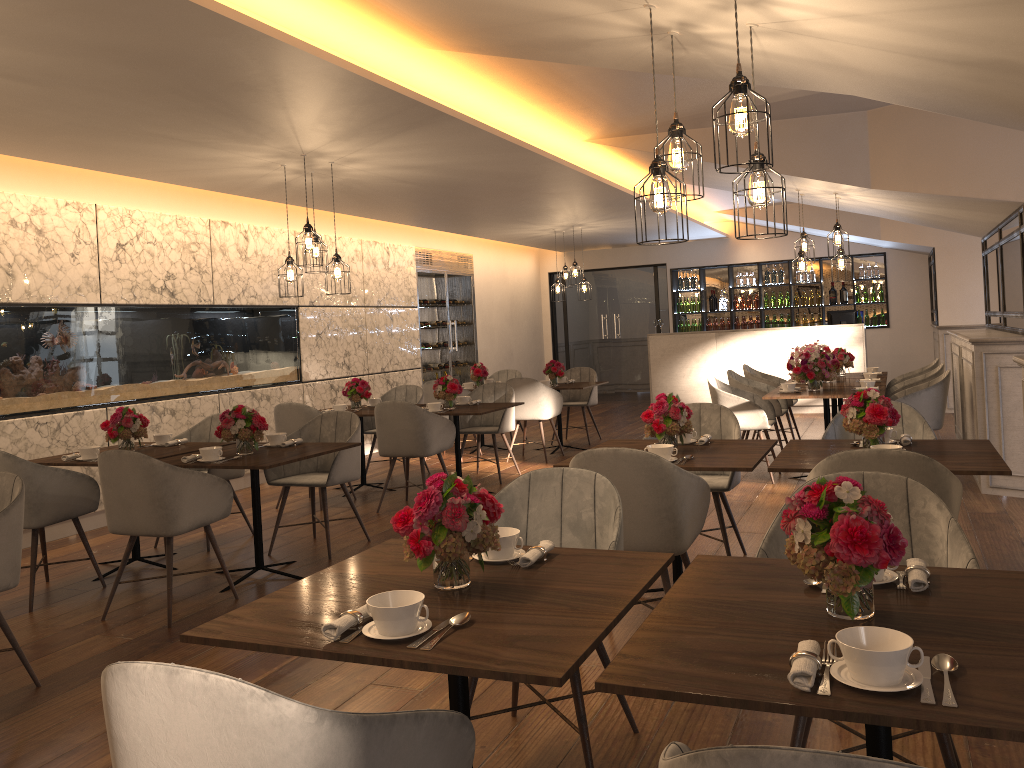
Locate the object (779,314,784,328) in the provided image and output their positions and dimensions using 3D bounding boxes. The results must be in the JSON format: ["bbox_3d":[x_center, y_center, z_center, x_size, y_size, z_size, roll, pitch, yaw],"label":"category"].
[{"bbox_3d":[4.279,-0.982,14.074,0.065,0.261,0.066,-3,0,2],"label":"object"}]

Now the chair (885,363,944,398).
[{"bbox_3d":[3.544,0.258,7.812,0.525,0.872,0.566,-3,1,24],"label":"chair"}]

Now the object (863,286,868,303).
[{"bbox_3d":[5.421,-1.375,13.569,0.065,0.261,0.066,-3,0,2],"label":"object"}]

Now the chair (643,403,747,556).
[{"bbox_3d":[1.024,0.564,4.948,0.564,0.872,0.527,-3,1,23],"label":"chair"}]

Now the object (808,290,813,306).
[{"bbox_3d":[4.686,-1.355,13.888,0.065,0.261,0.066,-3,0,2],"label":"object"}]

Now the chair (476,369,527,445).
[{"bbox_3d":[-0.128,0.273,10.798,0.564,0.872,0.527,-3,1,23],"label":"chair"}]

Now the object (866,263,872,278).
[{"bbox_3d":[5.450,-1.731,13.514,0.070,0.235,0.041,-3,0,23],"label":"object"}]

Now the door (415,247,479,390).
[{"bbox_3d":[-0.858,-0.616,12.281,0.134,2.468,1.861,-3,1,24],"label":"door"}]

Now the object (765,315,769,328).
[{"bbox_3d":[4.076,-0.976,14.161,0.065,0.261,0.066,-3,0,2],"label":"object"}]

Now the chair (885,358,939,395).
[{"bbox_3d":[3.917,0.187,8.673,0.525,0.872,0.566,-3,1,24],"label":"chair"}]

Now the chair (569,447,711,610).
[{"bbox_3d":[0.525,0.665,3.717,0.564,0.872,0.527,-3,1,23],"label":"chair"}]

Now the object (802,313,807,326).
[{"bbox_3d":[4.604,-0.990,13.933,0.065,0.261,0.066,-3,0,2],"label":"object"}]

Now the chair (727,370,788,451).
[{"bbox_3d":[2.320,0.292,8.323,0.525,0.872,0.566,-3,1,24],"label":"chair"}]

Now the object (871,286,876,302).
[{"bbox_3d":[5.522,-1.378,13.525,0.065,0.261,0.066,-3,0,2],"label":"object"}]

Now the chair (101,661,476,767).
[{"bbox_3d":[-0.397,0.842,1.585,0.564,0.872,0.527,-3,1,23],"label":"chair"}]

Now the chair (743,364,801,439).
[{"bbox_3d":[2.693,0.221,9.185,0.525,0.872,0.566,-3,1,24],"label":"chair"}]

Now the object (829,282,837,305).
[{"bbox_3d":[4.975,-1.410,13.737,0.104,0.359,0.104,-3,0,-15],"label":"object"}]

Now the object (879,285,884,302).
[{"bbox_3d":[5.623,-1.380,13.481,0.065,0.261,0.066,-3,0,2],"label":"object"}]

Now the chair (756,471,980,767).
[{"bbox_3d":[0.981,0.718,2.435,0.564,0.872,0.527,-3,1,23],"label":"chair"}]

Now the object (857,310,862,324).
[{"bbox_3d":[5.339,-1.011,13.614,0.065,0.263,0.066,-3,0,2],"label":"object"}]

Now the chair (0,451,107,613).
[{"bbox_3d":[-2.676,0.760,4.945,0.564,0.872,0.527,-3,1,23],"label":"chair"}]

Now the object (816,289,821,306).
[{"bbox_3d":[4.787,-1.358,13.844,0.065,0.261,0.066,-3,0,2],"label":"object"}]

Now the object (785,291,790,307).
[{"bbox_3d":[4.361,-1.347,14.029,0.065,0.263,0.066,-3,0,2],"label":"object"}]

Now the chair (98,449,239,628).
[{"bbox_3d":[-1.796,0.736,4.564,0.564,0.872,0.527,-3,1,23],"label":"chair"}]

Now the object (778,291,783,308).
[{"bbox_3d":[4.260,-1.345,14.073,0.065,0.263,0.066,-3,0,2],"label":"object"}]

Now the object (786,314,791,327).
[{"bbox_3d":[4.380,-0.984,14.030,0.065,0.261,0.066,-3,0,2],"label":"object"}]

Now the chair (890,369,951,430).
[{"bbox_3d":[3.172,0.330,6.950,0.525,0.872,0.566,-3,1,24],"label":"chair"}]

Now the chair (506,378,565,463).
[{"bbox_3d":[0.210,0.351,9.204,0.564,0.872,0.527,-3,1,23],"label":"chair"}]

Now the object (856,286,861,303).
[{"bbox_3d":[5.319,-1.373,13.613,0.065,0.263,0.066,-3,0,2],"label":"object"}]

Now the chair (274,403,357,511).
[{"bbox_3d":[-1.652,0.563,7.311,0.564,0.872,0.527,-3,1,23],"label":"chair"}]

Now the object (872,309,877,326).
[{"bbox_3d":[5.541,-1.015,13.526,0.065,0.261,0.066,-3,0,2],"label":"object"}]

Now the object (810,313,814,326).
[{"bbox_3d":[4.705,-0.993,13.889,0.065,0.261,0.066,-3,0,2],"label":"object"}]

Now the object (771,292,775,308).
[{"bbox_3d":[4.159,-1.342,14.117,0.065,0.263,0.066,-3,0,2],"label":"object"}]

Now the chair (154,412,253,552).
[{"bbox_3d":[-2.135,0.658,6.158,0.564,0.872,0.527,-3,1,23],"label":"chair"}]

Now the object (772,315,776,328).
[{"bbox_3d":[4.178,-0.979,14.117,0.065,0.261,0.066,-3,0,2],"label":"object"}]

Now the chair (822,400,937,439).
[{"bbox_3d":[1.903,0.540,4.567,0.564,0.872,0.527,-3,1,23],"label":"chair"}]

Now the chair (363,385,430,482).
[{"bbox_3d":[-1.112,0.462,8.524,0.564,0.872,0.527,-3,1,23],"label":"chair"}]

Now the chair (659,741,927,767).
[{"bbox_3d":[0.482,0.818,1.204,0.564,0.872,0.527,-3,1,23],"label":"chair"}]

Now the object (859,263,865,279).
[{"bbox_3d":[5.358,-1.729,13.554,0.070,0.235,0.041,-3,0,23],"label":"object"}]

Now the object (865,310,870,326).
[{"bbox_3d":[5.440,-1.013,13.570,0.065,0.261,0.066,-3,0,2],"label":"object"}]

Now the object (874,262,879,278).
[{"bbox_3d":[5.542,-1.734,13.474,0.070,0.235,0.041,-3,0,23],"label":"object"}]

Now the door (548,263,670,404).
[{"bbox_3d":[1.719,-0.824,15.235,2.104,2.334,0.274,-2,0,23],"label":"door"}]

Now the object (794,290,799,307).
[{"bbox_3d":[4.483,-1.350,13.976,0.065,0.261,0.066,-3,0,2],"label":"object"}]

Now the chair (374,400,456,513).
[{"bbox_3d":[-0.773,0.540,6.930,0.564,0.872,0.527,-3,1,23],"label":"chair"}]

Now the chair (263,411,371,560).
[{"bbox_3d":[-1.255,0.635,5.777,0.564,0.872,0.527,-3,1,23],"label":"chair"}]

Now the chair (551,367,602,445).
[{"bbox_3d":[0.751,0.249,10.416,0.564,0.872,0.527,-3,1,23],"label":"chair"}]

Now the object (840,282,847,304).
[{"bbox_3d":[5.117,-1.415,13.672,0.104,0.359,0.104,-3,0,-39],"label":"object"}]

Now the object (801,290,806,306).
[{"bbox_3d":[4.585,-1.352,13.932,0.065,0.261,0.066,-3,0,2],"label":"object"}]

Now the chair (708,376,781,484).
[{"bbox_3d":[1.948,0.364,7.461,0.525,0.872,0.566,-3,1,24],"label":"chair"}]

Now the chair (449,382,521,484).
[{"bbox_3d":[-0.232,0.438,8.143,0.564,0.872,0.527,-3,1,23],"label":"chair"}]

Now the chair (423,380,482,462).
[{"bbox_3d":[-0.669,0.374,9.585,0.564,0.872,0.527,-3,1,23],"label":"chair"}]

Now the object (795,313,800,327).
[{"bbox_3d":[4.502,-0.988,13.977,0.065,0.261,0.066,-3,0,2],"label":"object"}]

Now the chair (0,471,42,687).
[{"bbox_3d":[-2.239,0.824,3.503,0.564,0.872,0.527,-3,1,23],"label":"chair"}]

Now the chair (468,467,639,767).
[{"bbox_3d":[0.102,0.741,2.816,0.564,0.872,0.527,-3,1,23],"label":"chair"}]

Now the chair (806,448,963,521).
[{"bbox_3d":[1.404,0.641,3.336,0.564,0.872,0.527,-3,1,23],"label":"chair"}]

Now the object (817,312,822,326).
[{"bbox_3d":[4.806,-0.996,13.845,0.065,0.261,0.066,-3,0,2],"label":"object"}]
